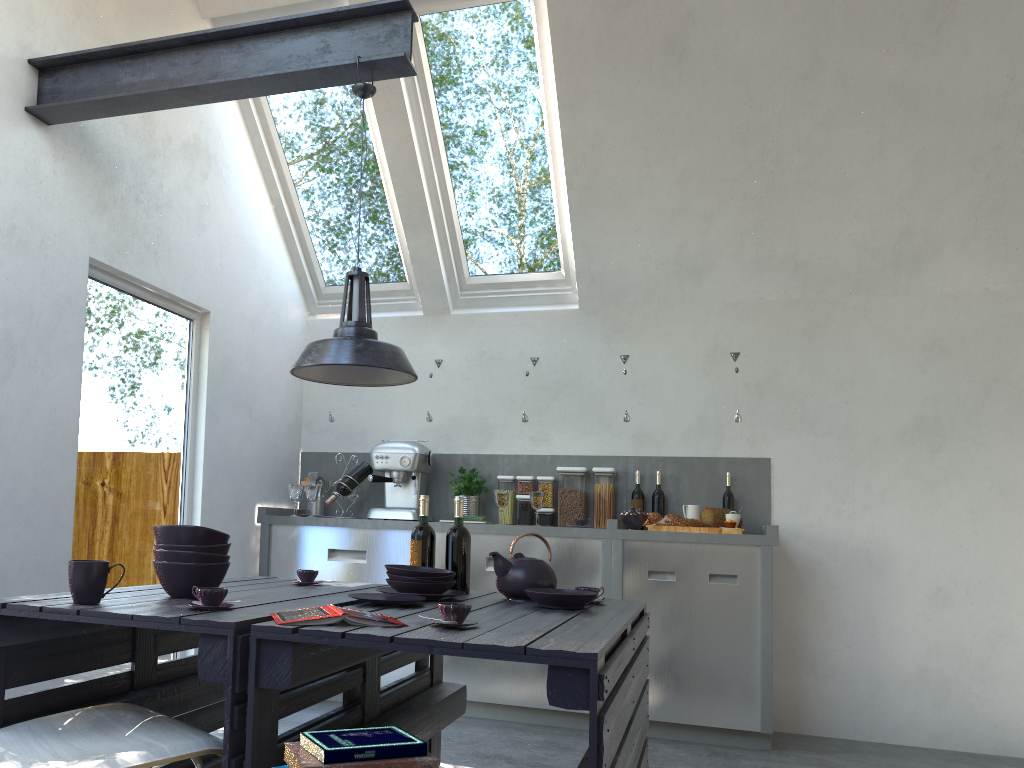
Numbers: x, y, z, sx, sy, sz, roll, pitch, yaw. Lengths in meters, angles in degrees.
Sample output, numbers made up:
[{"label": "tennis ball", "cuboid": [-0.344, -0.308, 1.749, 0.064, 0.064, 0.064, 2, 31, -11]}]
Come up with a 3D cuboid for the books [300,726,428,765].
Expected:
[{"label": "books", "cuboid": [-0.283, 0.682, 1.655, 0.195, 0.025, 0.152, 7, -10, -27]}]

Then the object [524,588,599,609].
[{"label": "object", "cuboid": [0.152, 0.668, 2.717, 0.218, 0.047, 0.243, 8, -11, -33]}]

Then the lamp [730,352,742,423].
[{"label": "lamp", "cuboid": [1.217, 0.010, 4.754, 0.062, 0.433, 0.324, 1, -6, 13]}]

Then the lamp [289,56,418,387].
[{"label": "lamp", "cuboid": [-0.519, -0.566, 2.978, 0.447, 1.088, 0.419, 0, -5, 16]}]

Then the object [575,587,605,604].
[{"label": "object", "cuboid": [0.250, 0.703, 2.913, 0.118, 0.056, 0.115, 1, -9, 8]}]

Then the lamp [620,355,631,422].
[{"label": "lamp", "cuboid": [0.650, 0.018, 4.947, 0.059, 0.432, 0.338, 2, -6, 2]}]

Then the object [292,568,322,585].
[{"label": "object", "cuboid": [-0.762, 0.718, 3.255, 0.117, 0.056, 0.116, 2, -8, 3]}]

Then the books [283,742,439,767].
[{"label": "books", "cuboid": [-0.288, 0.710, 1.653, 0.245, 0.032, 0.183, 6, -10, -22]}]

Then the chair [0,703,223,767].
[{"label": "chair", "cuboid": [-1.091, 0.923, 2.079, 0.730, 0.813, 0.740, 8, -9, -44]}]

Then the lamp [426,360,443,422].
[{"label": "lamp", "cuboid": [-0.469, 0.033, 5.318, 0.059, 0.432, 0.338, 2, -6, 2]}]

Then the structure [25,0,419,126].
[{"label": "structure", "cuboid": [-1.581, -1.163, 3.381, 2.616, 0.207, 0.132, -1, -6, 18]}]

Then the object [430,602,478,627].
[{"label": "object", "cuboid": [-0.138, 0.551, 2.092, 0.122, 0.056, 0.112, -1, -9, 23]}]

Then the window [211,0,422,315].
[{"label": "window", "cuboid": [-1.066, -1.237, 5.187, 0.860, 1.385, 1.450, 0, -7, 14]}]

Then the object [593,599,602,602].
[{"label": "object", "cuboid": [0.268, 0.714, 2.872, 0.029, 0.013, 0.126, -2, -10, 25]}]

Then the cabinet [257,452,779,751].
[{"label": "cabinet", "cuboid": [-0.054, 1.111, 4.960, 2.956, 1.467, 0.552, -1, -5, 18]}]

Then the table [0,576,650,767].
[{"label": "table", "cuboid": [-0.458, 1.055, 2.652, 1.659, 0.790, 1.470, 0, -9, 16]}]

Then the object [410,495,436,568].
[{"label": "object", "cuboid": [-0.322, 0.576, 3.170, 0.086, 0.342, 0.097, 5, -6, -36]}]

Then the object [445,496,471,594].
[{"label": "object", "cuboid": [-0.193, 0.576, 3.136, 0.086, 0.342, 0.097, 6, -6, -41]}]

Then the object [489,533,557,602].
[{"label": "object", "cuboid": [0.048, 0.621, 2.977, 0.220, 0.230, 0.212, 0, -7, 17]}]

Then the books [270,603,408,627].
[{"label": "books", "cuboid": [-0.424, 0.558, 2.120, 0.296, 0.030, 0.232, 5, -10, -16]}]

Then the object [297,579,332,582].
[{"label": "object", "cuboid": [-0.742, 0.741, 3.288, 0.130, 0.013, 0.028, 3, -9, -5]}]

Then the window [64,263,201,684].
[{"label": "window", "cuboid": [-1.827, 0.590, 4.179, 0.061, 2.112, 0.961, 1, -5, 13]}]

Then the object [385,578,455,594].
[{"label": "object", "cuboid": [-0.300, 0.666, 2.857, 0.218, 0.047, 0.243, 8, -11, -33]}]

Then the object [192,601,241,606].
[{"label": "object", "cuboid": [-0.776, 0.576, 2.297, 0.125, 0.013, 0.029, 9, -11, -37]}]

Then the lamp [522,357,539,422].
[{"label": "lamp", "cuboid": [0.099, 0.025, 5.125, 0.062, 0.433, 0.324, 1, -6, 13]}]

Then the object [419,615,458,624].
[{"label": "object", "cuboid": [-0.180, 0.565, 2.088, 0.140, 0.013, 0.026, -6, -12, 42]}]

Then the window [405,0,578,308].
[{"label": "window", "cuboid": [-0.095, -1.259, 4.858, 0.860, 1.378, 1.443, 0, -7, 14]}]

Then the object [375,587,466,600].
[{"label": "object", "cuboid": [-0.299, 0.687, 2.857, 0.279, 0.024, 0.315, 11, -13, -42]}]

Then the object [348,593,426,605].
[{"label": "object", "cuboid": [-0.372, 0.642, 2.603, 0.244, 0.019, 0.227, -1, -10, 20]}]

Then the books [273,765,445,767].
[{"label": "books", "cuboid": [-0.283, 0.742, 1.649, 0.269, 0.033, 0.211, 11, -13, -42]}]

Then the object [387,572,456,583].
[{"label": "object", "cuboid": [-0.298, 0.650, 2.857, 0.238, 0.062, 0.222, -1, -10, 20]}]

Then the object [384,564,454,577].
[{"label": "object", "cuboid": [-0.305, 0.626, 2.862, 0.237, 0.058, 0.224, 0, -9, 15]}]

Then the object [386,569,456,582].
[{"label": "object", "cuboid": [-0.299, 0.638, 2.863, 0.239, 0.062, 0.221, -1, -10, 20]}]

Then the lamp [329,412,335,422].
[{"label": "lamp", "cuboid": [-1.071, 0.042, 5.513, 0.062, 0.433, 0.324, 1, -6, 13]}]
